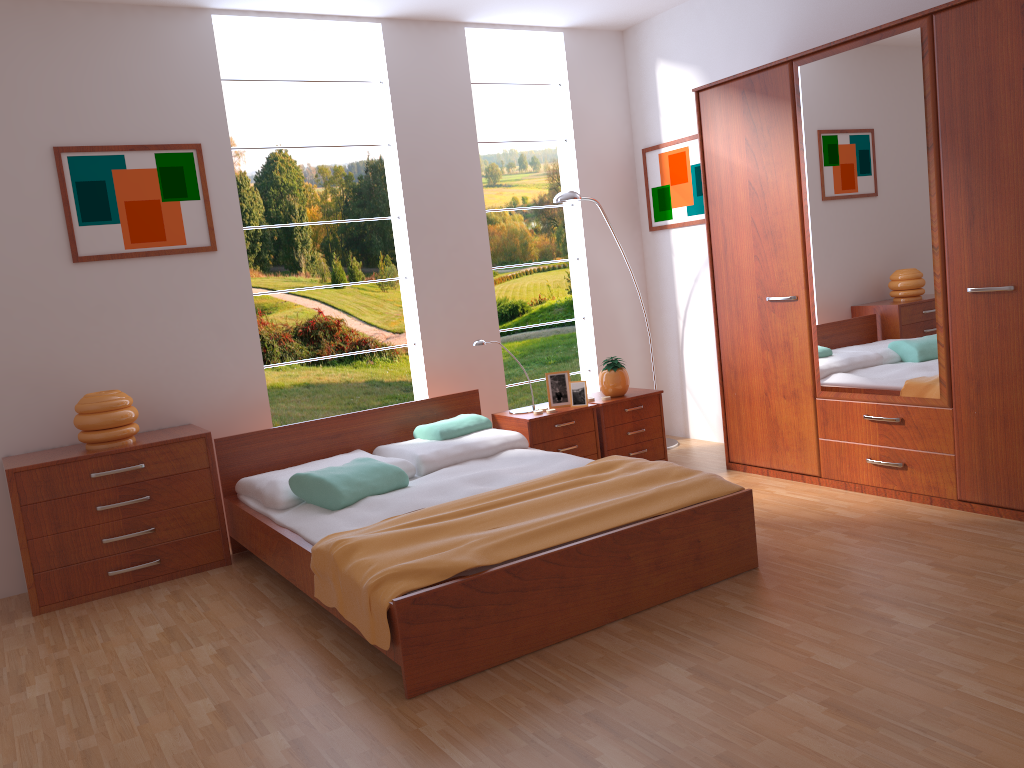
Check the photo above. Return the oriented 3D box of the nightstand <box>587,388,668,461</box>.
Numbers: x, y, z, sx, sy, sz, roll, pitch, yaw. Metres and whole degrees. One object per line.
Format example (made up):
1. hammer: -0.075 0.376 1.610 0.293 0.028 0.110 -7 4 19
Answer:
1. nightstand: 0.589 0.279 5.036 0.439 0.442 0.377 -11 8 -31

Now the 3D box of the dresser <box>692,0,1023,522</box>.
1. dresser: 1.754 -0.504 3.900 0.487 2.004 2.017 -11 8 -31

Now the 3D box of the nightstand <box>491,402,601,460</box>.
1. nightstand: 0.196 0.354 4.799 0.439 0.442 0.377 -11 8 -31

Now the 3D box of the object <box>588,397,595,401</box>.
1. object: 0.431 0.086 4.886 0.049 0.018 0.049 1 10 45

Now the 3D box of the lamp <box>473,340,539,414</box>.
1. lamp: -0.020 -0.045 4.695 0.337 0.421 0.163 -13 10 -43

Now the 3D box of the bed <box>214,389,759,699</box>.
1. bed: -0.184 0.453 3.748 1.632 0.560 1.990 -11 8 -31

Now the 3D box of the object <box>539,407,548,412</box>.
1. object: 0.168 0.138 4.716 0.049 0.018 0.049 1 10 45

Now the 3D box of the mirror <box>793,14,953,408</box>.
1. mirror: 1.533 -0.681 3.808 0.037 1.556 0.681 -11 8 -31

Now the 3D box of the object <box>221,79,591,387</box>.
1. object: -0.449 -0.804 5.063 2.205 1.815 0.033 -11 8 -31

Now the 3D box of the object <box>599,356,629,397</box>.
1. object: 0.566 -0.040 4.941 0.170 0.223 0.169 -1 9 38

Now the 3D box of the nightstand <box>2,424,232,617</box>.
1. nightstand: -1.760 0.579 3.976 0.815 0.626 0.428 -11 8 -31

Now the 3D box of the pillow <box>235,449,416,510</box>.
1. pillow: -0.870 0.443 4.087 0.682 0.157 0.574 -12 9 -37

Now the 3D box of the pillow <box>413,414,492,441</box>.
1. pillow: -0.305 0.233 4.533 0.322 0.116 0.276 -11 9 -34

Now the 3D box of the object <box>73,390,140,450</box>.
1. object: -1.795 0.155 3.928 0.264 0.244 0.264 -8 7 -14

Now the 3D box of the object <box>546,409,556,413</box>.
1. object: 0.205 0.143 4.641 0.049 0.018 0.049 1 10 45

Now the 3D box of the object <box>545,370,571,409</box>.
1. object: 0.255 0.030 4.780 0.131 0.191 0.037 -7 7 -1

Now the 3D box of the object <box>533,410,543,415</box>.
1. object: 0.138 0.150 4.648 0.049 0.018 0.049 1 10 45

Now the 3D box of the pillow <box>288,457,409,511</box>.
1. pillow: -0.692 0.419 3.787 0.334 0.164 0.425 -1 9 35

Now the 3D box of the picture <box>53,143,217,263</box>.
1. picture: -1.751 -0.855 4.159 0.645 0.517 0.030 -11 8 -31

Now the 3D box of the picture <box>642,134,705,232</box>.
1. picture: 1.026 -1.212 5.353 0.030 0.517 0.645 -11 8 -31

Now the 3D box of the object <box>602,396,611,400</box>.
1. object: 0.516 0.080 4.860 0.049 0.018 0.049 1 10 45

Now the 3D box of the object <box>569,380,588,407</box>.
1. object: 0.354 0.053 4.718 0.094 0.137 0.027 -5 7 14

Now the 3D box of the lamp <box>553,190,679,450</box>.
1. lamp: 0.655 -0.353 5.294 0.387 1.603 0.799 -2 8 32

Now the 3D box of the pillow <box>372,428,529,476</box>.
1. pillow: -0.305 0.333 4.452 0.630 0.182 0.574 -11 8 -32
